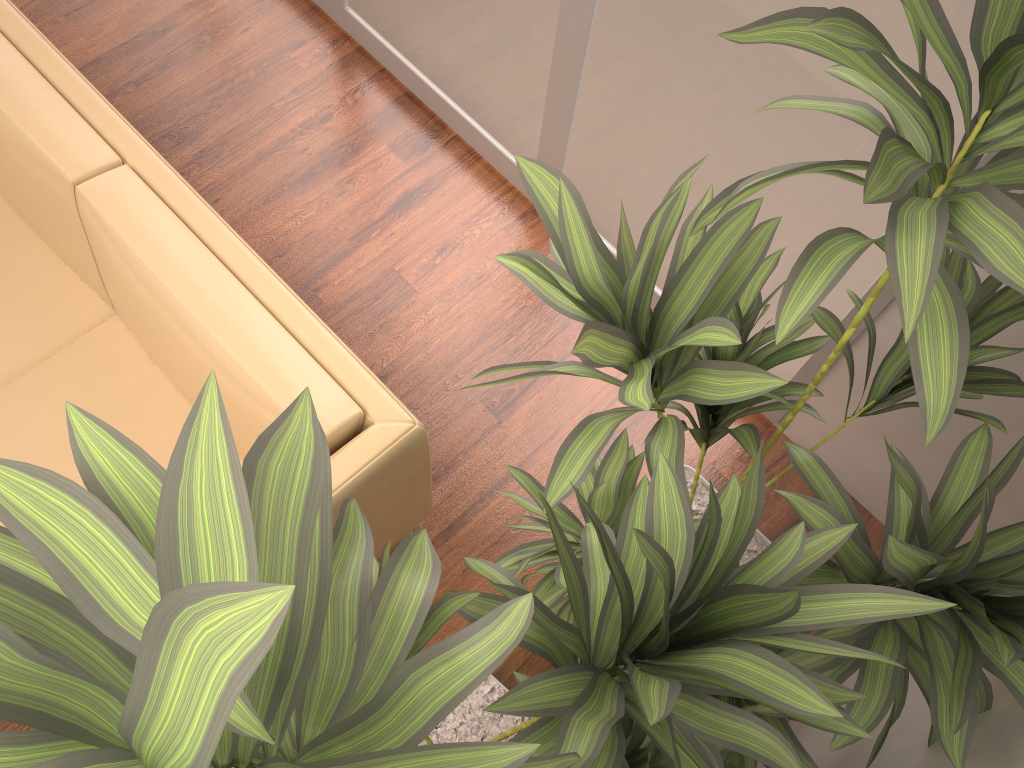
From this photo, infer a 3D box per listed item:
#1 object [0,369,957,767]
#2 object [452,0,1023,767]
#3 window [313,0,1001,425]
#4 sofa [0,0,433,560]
[{"bbox_3d":[-0.007,0.609,1.318,1.067,2.176,0.946,-27,71,-15],"label":"object"},{"bbox_3d":[0.470,0.189,1.509,0.957,2.176,1.055,-23,70,-14],"label":"object"},{"bbox_3d":[-1.897,-3.342,1.953,0.061,3.389,8.454,-41,77,-20],"label":"window"},{"bbox_3d":[-1.129,-0.102,2.189,0.861,0.866,1.779,-41,77,-18],"label":"sofa"}]
